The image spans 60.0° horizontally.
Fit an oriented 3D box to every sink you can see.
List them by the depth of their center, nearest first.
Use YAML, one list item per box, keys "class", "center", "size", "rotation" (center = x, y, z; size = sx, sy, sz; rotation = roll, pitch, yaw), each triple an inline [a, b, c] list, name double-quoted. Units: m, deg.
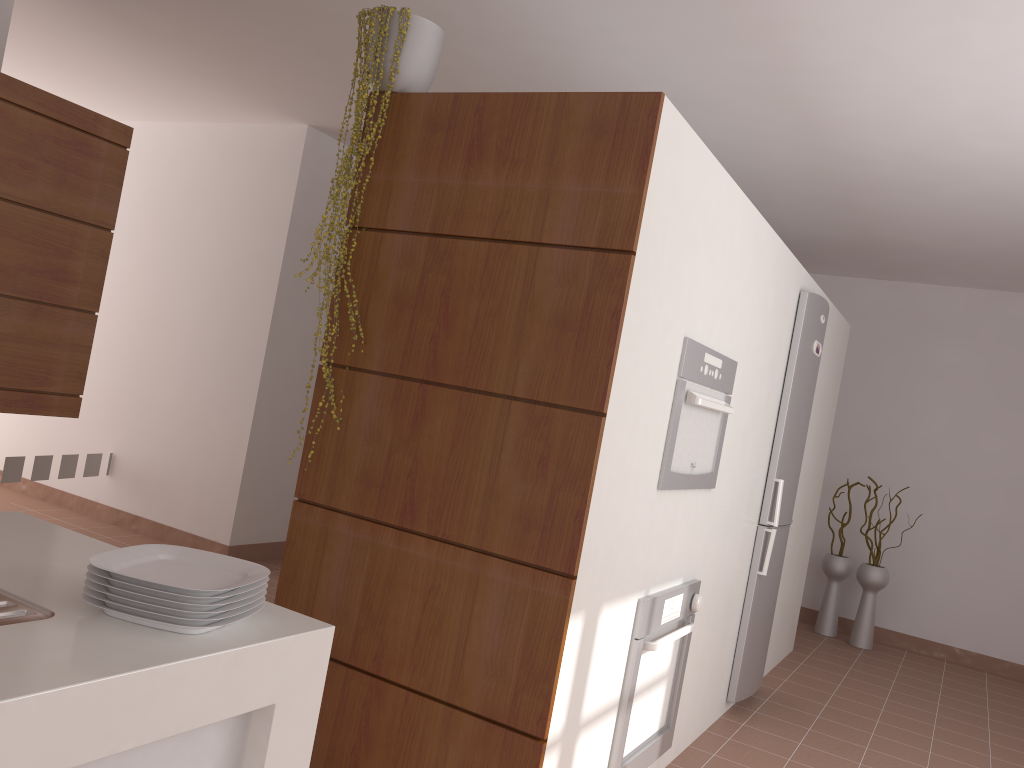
- class: "sink"
  center: [-0.938, 0.248, 1.010]
  size: [0.404, 0.368, 0.668]
  rotation: [10, -1, 28]

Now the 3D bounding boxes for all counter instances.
- class: "counter"
  center: [-1.203, 0.606, 0.632]
  size: [0.821, 0.800, 2.156]
  rotation: [10, -1, 28]

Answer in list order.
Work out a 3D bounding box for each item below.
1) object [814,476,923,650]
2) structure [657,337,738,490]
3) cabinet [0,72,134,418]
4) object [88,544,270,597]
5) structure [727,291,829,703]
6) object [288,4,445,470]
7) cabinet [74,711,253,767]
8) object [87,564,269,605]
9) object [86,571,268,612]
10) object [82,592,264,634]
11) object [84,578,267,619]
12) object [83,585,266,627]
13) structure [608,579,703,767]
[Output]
- class: "object"
  center: [2.361, 1.176, 5.856]
  size: [0.284, 1.112, 0.655]
  rotation: [11, -1, -43]
- class: "structure"
  center: [0.631, 0.119, 2.856]
  size: [0.056, 0.454, 0.614]
  rotation: [10, -1, 28]
- class: "cabinet"
  center: [-3.061, -0.738, 1.696]
  size: [0.754, 1.200, 4.718]
  rotation: [10, -1, 28]
- class: "object"
  center: [-0.487, 0.278, 1.310]
  size: [0.228, 0.020, 0.228]
  rotation: [10, -1, 10]
- class: "structure"
  center: [1.278, 0.517, 4.155]
  size: [0.089, 1.862, 0.604]
  rotation: [10, -1, 28]
- class: "object"
  center: [-0.460, -0.413, 2.595]
  size: [0.297, 1.344, 0.279]
  rotation: [11, -1, -13]
- class: "cabinet"
  center: [-1.234, 0.650, 0.580]
  size: [0.737, 0.700, 2.048]
  rotation: [10, -1, 28]
- class: "object"
  center: [-0.488, 0.288, 1.309]
  size: [0.228, 0.020, 0.228]
  rotation: [10, -1, 10]
- class: "object"
  center: [-0.490, 0.298, 1.309]
  size: [0.228, 0.020, 0.228]
  rotation: [10, -1, 10]
- class: "object"
  center: [-0.496, 0.328, 1.309]
  size: [0.228, 0.020, 0.228]
  rotation: [10, -1, 10]
- class: "object"
  center: [-0.492, 0.308, 1.309]
  size: [0.228, 0.020, 0.228]
  rotation: [10, -1, 10]
- class: "object"
  center: [-0.494, 0.318, 1.309]
  size: [0.228, 0.020, 0.228]
  rotation: [10, -1, 10]
- class: "structure"
  center: [0.475, 0.953, 2.849]
  size: [0.058, 0.592, 0.596]
  rotation: [10, -1, 28]
